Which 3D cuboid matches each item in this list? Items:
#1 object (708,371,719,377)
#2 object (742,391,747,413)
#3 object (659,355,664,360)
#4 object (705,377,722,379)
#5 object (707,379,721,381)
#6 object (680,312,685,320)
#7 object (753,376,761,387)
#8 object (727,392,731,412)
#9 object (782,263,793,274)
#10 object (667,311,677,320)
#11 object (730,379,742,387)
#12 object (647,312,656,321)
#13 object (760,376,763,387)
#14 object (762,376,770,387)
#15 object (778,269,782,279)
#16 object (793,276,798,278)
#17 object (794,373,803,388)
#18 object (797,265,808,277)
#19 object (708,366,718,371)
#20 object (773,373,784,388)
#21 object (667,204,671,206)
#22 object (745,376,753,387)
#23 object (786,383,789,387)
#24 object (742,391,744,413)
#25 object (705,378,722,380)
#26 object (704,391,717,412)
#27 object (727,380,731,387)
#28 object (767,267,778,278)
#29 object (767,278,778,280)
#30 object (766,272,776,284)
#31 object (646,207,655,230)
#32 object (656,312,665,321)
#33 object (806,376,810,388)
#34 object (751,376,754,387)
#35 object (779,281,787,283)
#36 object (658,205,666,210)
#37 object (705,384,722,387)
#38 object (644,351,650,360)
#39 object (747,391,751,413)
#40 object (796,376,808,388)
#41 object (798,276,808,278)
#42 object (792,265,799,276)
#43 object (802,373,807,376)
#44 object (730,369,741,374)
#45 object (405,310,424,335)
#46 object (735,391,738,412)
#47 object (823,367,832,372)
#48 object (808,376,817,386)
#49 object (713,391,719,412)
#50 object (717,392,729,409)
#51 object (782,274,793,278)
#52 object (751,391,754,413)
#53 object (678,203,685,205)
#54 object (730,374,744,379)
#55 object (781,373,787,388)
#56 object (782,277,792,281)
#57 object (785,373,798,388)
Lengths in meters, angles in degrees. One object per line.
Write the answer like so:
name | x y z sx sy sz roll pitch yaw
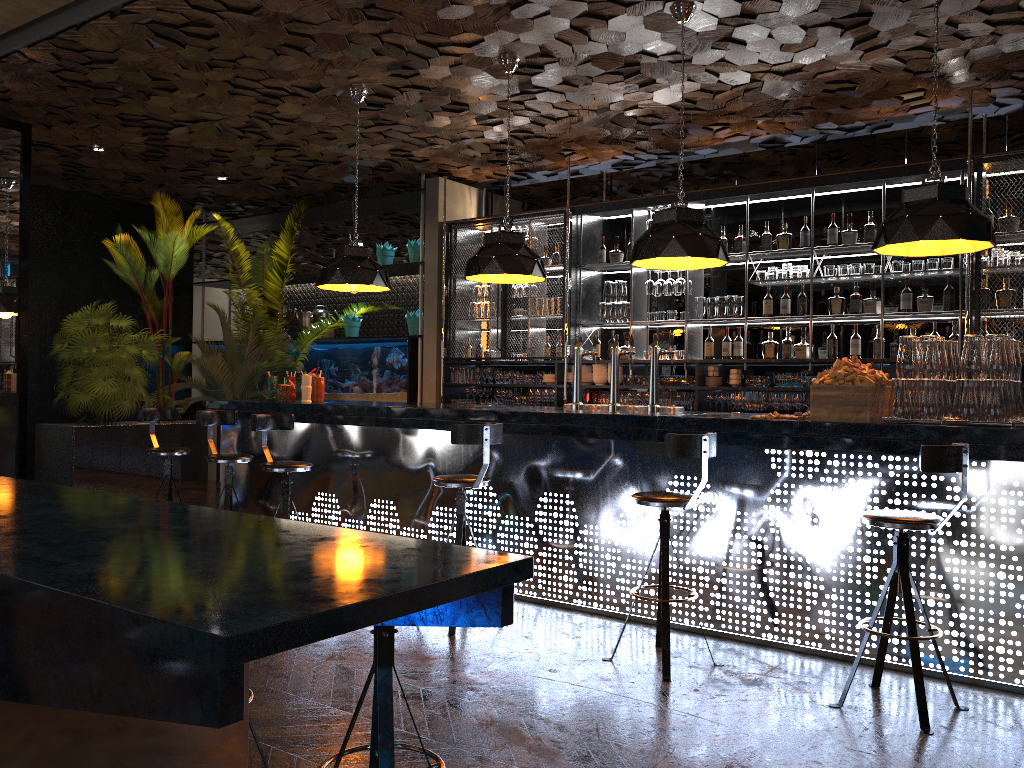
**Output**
object | 1.805 -0.083 7.930 0.094 0.070 0.107 1 0 -24
object | 2.049 0.181 7.803 0.058 0.234 0.058 1 0 -21
object | 1.377 -0.265 8.306 0.089 0.092 0.089 1 0 -1
object | 1.802 -0.051 7.934 0.149 0.026 0.148 1 0 42
object | 1.804 -0.029 7.932 0.149 0.026 0.148 1 0 42
object | 1.622 -0.627 8.326 0.089 0.092 0.089 1 0 20
object | 2.115 -0.021 7.641 0.058 0.099 0.067 1 0 -19
object | 1.934 0.183 7.922 0.108 0.227 0.108 1 0 0
object | 2.376 -0.990 7.651 0.089 0.092 0.089 1 0 31
object | 1.478 -0.630 8.206 0.089 0.092 0.089 1 0 20
object | 1.970 -0.007 7.794 0.106 0.067 0.094 1 0 24
object | 1.330 -0.631 8.442 0.089 0.092 0.089 1 0 14
object | 2.194 -0.019 7.823 0.067 0.099 0.058 1 0 -4
object | 2.208 -0.019 7.703 0.067 0.099 0.058 1 0 -42
object | 2.377 -0.962 7.796 0.089 0.092 0.089 1 0 -29
object | 2.477 -0.962 7.755 0.089 0.092 0.089 1 0 -29
object | 2.423 -0.030 7.561 0.108 0.126 0.108 1 0 31
object | 2.476 -0.961 7.542 0.089 0.092 0.089 1 0 26
object | 1.797 -0.127 7.936 0.094 0.069 0.106 1 0 42
object | 2.263 -0.032 7.531 0.100 0.125 0.100 1 0 -15
object | 1.478 -1.538 8.231 0.092 0.244 0.092 1 0 -4
object | 2.043 -0.022 7.645 0.067 0.099 0.058 1 0 -9
object | 2.402 -0.029 7.727 0.100 0.125 0.100 1 0 -41
object | 2.076 0.182 7.952 0.058 0.234 0.058 1 0 38
object | 1.803 -0.039 7.933 0.149 0.025 0.149 1 0 -2
object | 1.768 0.180 7.894 0.108 0.227 0.108 1 0 27
object | 1.978 -0.007 7.902 0.106 0.067 0.094 1 0 -2
object | 2.259 -0.964 7.687 0.089 0.092 0.089 1 0 -12
object | 2.259 -0.944 7.687 0.089 0.092 0.089 1 0 8
object | 2.295 -0.943 7.870 0.089 0.092 0.089 1 0 8
object | 1.308 -1.540 8.353 0.092 0.244 0.092 1 0 -4
object | 1.398 -0.630 8.339 0.089 0.092 0.089 1 0 14
object | 2.479 -0.015 7.472 0.098 0.097 0.098 1 0 -16
object | 2.081 -0.021 7.702 0.067 0.099 0.058 1 0 5
object | 2.377 -0.942 7.796 0.089 0.092 0.089 1 0 -29
object | 1.397 -1.539 8.289 0.092 0.244 0.092 1 0 -4
object | 1.803 0.014 7.933 0.149 0.022 0.149 1 0 5
object | 1.288 -0.266 8.387 0.089 0.092 0.089 1 0 8
object | 2.103 0.182 7.874 0.058 0.234 0.058 1 0 13
object | 2.418 -0.016 7.390 0.098 0.097 0.098 1 0 15
object | 2.475 -0.941 7.542 0.089 0.092 0.089 1 0 -29
object | 2.478 -0.989 7.755 0.089 0.092 0.089 1 0 -29
object | 2.494 -0.029 7.661 0.108 0.126 0.108 1 0 7
object | 1.963 -0.098 7.791 0.094 0.068 0.106 1 0 36
object | -1.088 -0.692 10.077 0.265 0.325 0.245 1 0 29
object | 1.985 0.180 7.825 0.058 0.234 0.058 1 0 -31
object | 2.578 -0.051 7.241 0.101 0.172 0.115 1 0 -25
object | 2.499 -0.015 7.325 0.098 0.097 0.098 1 0 -20
object | 1.841 0.182 7.988 0.108 0.227 0.108 1 0 15
object | 1.862 0.181 7.828 0.108 0.227 0.108 1 0 6
object | 2.375 -0.964 7.651 0.089 0.092 0.089 1 0 25
object | 2.146 0.183 7.941 0.058 0.234 0.058 1 0 -10
object | 1.562 -1.537 8.170 0.092 0.244 0.092 1 0 -4
object | 1.970 -0.053 7.798 0.106 0.069 0.094 1 0 -13
object | 2.335 -0.031 7.630 0.100 0.125 0.100 1 0 -7
object | 2.375 -0.942 7.651 0.089 0.092 0.089 1 0 25
object | 2.354 -0.031 7.467 0.108 0.126 0.108 1 0 -20
